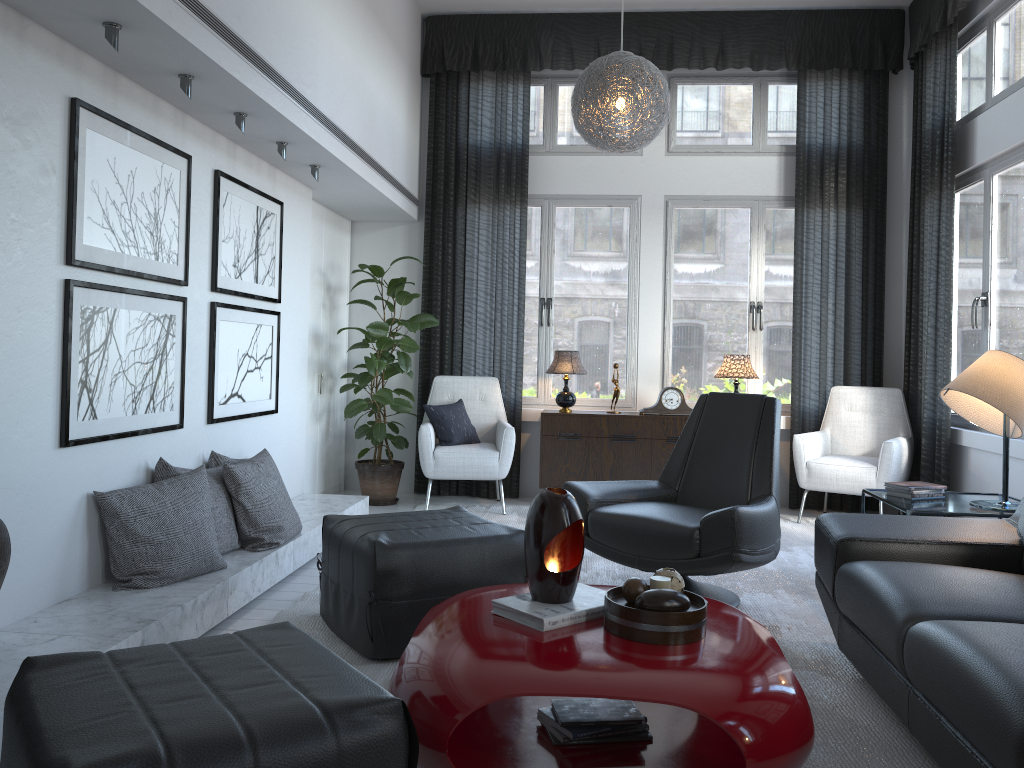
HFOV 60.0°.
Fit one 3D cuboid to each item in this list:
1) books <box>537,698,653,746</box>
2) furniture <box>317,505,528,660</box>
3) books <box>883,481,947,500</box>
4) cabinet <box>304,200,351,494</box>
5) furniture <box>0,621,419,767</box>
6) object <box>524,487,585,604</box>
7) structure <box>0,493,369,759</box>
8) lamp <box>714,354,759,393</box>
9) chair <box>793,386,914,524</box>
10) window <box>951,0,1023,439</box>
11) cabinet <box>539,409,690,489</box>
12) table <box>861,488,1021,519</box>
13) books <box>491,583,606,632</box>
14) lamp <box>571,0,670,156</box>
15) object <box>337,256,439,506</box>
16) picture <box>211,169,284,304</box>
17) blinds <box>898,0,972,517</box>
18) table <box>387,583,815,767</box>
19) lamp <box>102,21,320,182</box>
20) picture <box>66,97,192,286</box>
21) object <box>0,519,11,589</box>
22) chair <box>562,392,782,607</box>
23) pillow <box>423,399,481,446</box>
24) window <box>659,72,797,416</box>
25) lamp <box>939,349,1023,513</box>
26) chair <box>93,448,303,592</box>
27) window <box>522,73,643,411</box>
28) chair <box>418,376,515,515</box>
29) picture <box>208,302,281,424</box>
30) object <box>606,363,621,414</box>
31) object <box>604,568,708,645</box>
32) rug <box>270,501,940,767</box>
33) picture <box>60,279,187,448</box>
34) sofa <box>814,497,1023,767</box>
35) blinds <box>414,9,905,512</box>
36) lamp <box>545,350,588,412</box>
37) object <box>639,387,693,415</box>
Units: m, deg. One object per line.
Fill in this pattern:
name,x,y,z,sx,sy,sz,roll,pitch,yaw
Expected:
books,0.210,0.845,2.237,0.272,0.054,0.204,1,2,-19
furniture,-0.320,0.660,3.086,0.598,0.378,0.614,1,1,-31
books,1.692,0.446,3.725,0.215,0.050,0.161,1,2,-22
cabinet,-1.298,-0.188,5.648,0.191,1.896,1.172,1,0,5
furniture,-0.549,0.697,1.546,0.613,0.378,0.599,1,1,-36
object,0.105,0.406,2.252,0.153,0.280,0.151,2,0,-45
structure,-1.347,0.785,1.435,0.393,0.135,7.208,2,2,5
lamp,1.427,0.012,5.636,0.280,0.397,0.281,1,0,31
chair,2.085,0.431,5.394,0.594,0.824,0.612,1,0,35
window,2.607,-0.897,4.852,0.133,2.324,1.268,1,0,5
cabinet,0.888,0.501,5.727,1.399,0.613,0.386,2,0,5
table,1.793,0.678,3.567,0.593,0.410,0.593,1,1,5
books,0.130,0.562,2.246,0.306,0.030,0.201,0,2,-40
lamp,0.571,-1.839,4.593,0.512,1.307,0.514,1,0,0
object,-0.810,-0.027,5.606,0.639,1.590,0.936,2,0,-39
picture,-1.231,-0.666,4.179,0.020,0.523,0.791,1,1,5
blinds,2.395,-0.761,4.168,0.189,3.278,3.212,1,0,5
table,0.205,0.728,2.222,0.942,0.300,0.939,2,1,5
lamp,-1.188,-1.000,2.348,0.053,0.081,4.253,1,2,5
picture,-1.330,-0.640,3.143,0.020,0.523,0.791,1,1,5
object,-1.324,0.409,2.136,0.175,0.580,0.196,2,0,-14
chair,0.745,0.445,3.612,0.841,0.811,0.804,2,1,43
pillow,-0.377,0.247,5.643,0.253,0.296,0.356,2,1,32
window,1.659,-0.951,5.985,1.268,2.324,0.133,1,-1,5
lamp,2.018,0.389,3.029,0.474,1.015,1.168,1,1,-20
chair,-1.136,0.481,3.542,0.391,0.431,1.336,1,1,6
window,0.248,-0.989,6.121,1.268,2.324,0.133,1,-1,5
chair,-0.294,0.367,5.637,0.594,0.824,0.613,1,0,-5
picture,-1.245,-0.101,4.172,0.020,0.523,0.791,1,1,5
object,0.663,0.027,5.737,0.096,0.325,0.096,1,-1,5
object,0.344,0.523,2.124,0.243,0.133,0.242,2,1,43
rug,0.524,0.896,1.772,2.954,0.032,7.770,2,2,5
picture,-1.347,-0.074,3.136,0.020,0.523,0.791,1,1,5
sofa,1.422,0.600,2.131,0.936,0.617,1.905,1,1,5
blinds,0.937,-0.845,5.921,3.212,3.279,0.188,1,-1,5
lamp,0.351,-0.017,5.739,0.280,0.397,0.281,1,0,31
object,1.023,0.108,5.686,0.406,0.180,0.180,2,0,5
